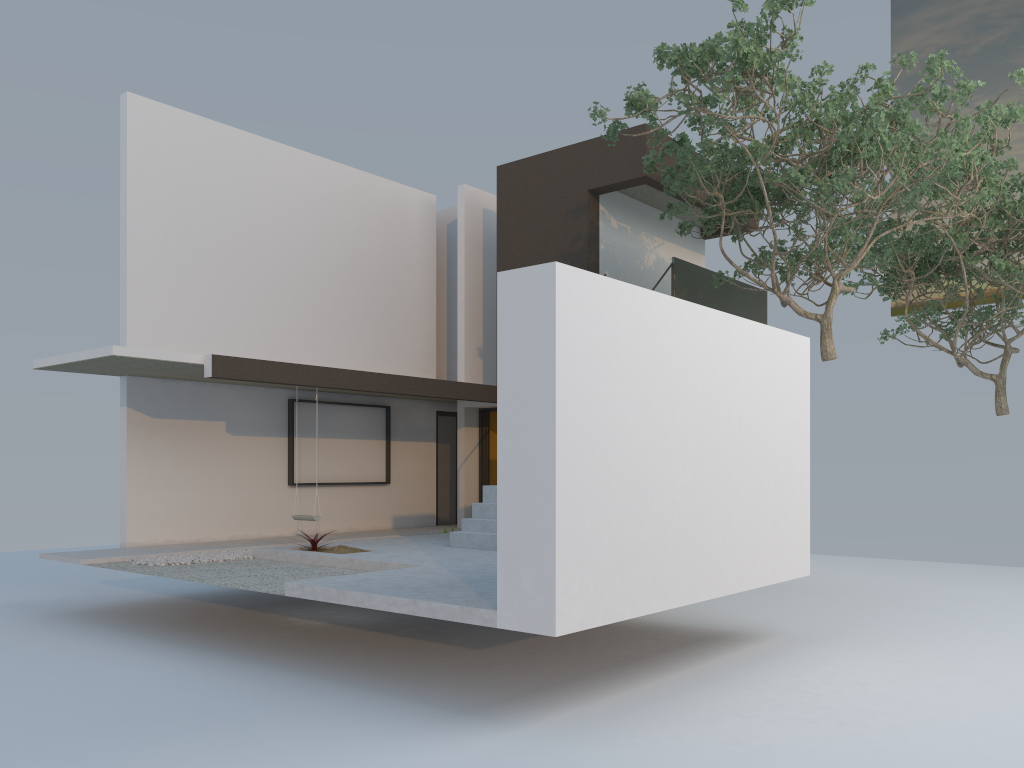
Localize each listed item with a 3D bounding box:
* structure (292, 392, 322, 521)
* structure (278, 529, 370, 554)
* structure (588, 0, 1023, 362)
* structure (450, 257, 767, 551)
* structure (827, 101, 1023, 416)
[{"bbox_3d":[-2.686,0.855,11.556,0.462,1.866,0.129,0,0,40],"label":"structure"},{"bbox_3d":[-2.161,1.868,10.307,1.205,0.291,0.748,-4,-6,40],"label":"structure"},{"bbox_3d":[3.640,-2.129,10.592,4.336,3.697,5.760,-1,-4,20],"label":"structure"},{"bbox_3d":[1.786,0.198,12.792,1.159,3.943,6.559,0,-3,40],"label":"structure"},{"bbox_3d":[8.301,-1.801,15.283,5.511,4.698,7.320,-1,-4,20],"label":"structure"}]
